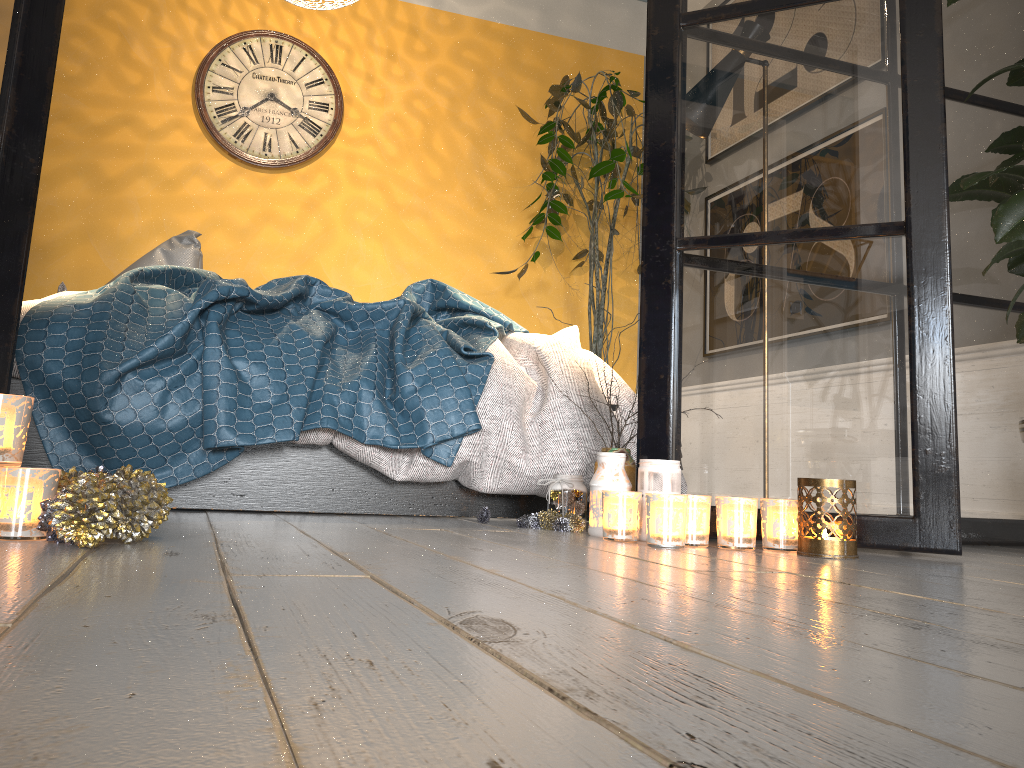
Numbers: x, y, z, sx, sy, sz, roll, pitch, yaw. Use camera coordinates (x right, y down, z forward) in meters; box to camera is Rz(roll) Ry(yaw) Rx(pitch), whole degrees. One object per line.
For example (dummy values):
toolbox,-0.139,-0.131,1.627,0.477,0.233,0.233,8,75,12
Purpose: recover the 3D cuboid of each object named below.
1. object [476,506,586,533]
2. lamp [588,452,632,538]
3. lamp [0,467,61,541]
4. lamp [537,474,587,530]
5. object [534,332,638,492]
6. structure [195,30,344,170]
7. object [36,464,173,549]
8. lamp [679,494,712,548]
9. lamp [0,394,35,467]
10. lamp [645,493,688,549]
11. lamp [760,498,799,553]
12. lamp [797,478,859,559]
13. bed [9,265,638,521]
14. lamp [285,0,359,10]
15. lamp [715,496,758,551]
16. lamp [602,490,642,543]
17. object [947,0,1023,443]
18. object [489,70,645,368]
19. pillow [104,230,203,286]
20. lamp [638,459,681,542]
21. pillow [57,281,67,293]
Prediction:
object,0.039,0.317,2.078,0.325,0.054,0.087,-1,-8,34
lamp,0.212,0.239,1.906,0.092,0.182,0.091,3,-9,1
lamp,-0.680,0.167,1.234,0.080,0.100,0.080,0,-9,21
lamp,0.128,0.283,2.119,0.095,0.132,0.107,-4,-11,40
object,0.300,0.101,2.201,0.437,0.527,0.275,0,-9,21
structure,-1.213,-1.438,4.454,0.725,0.732,0.070,5,-10,-19
object,-0.680,0.187,1.445,0.191,0.119,0.713,7,-7,-31
lamp,0.349,0.267,1.730,0.080,0.100,0.080,0,-9,21
lamp,-0.719,0.065,1.237,0.080,0.100,0.080,0,-9,21
lamp,0.290,0.257,1.663,0.080,0.100,0.080,0,-9,21
lamp,0.523,0.274,1.717,0.080,0.100,0.080,0,-9,21
lamp,0.584,0.248,1.641,0.107,0.142,0.106,-3,-10,34
bed,-0.738,0.017,3.168,1.893,0.778,2.305,5,-7,-19
lamp,-0.759,-2.041,3.536,0.616,1.108,0.610,-1,-9,21
lamp,0.433,0.268,1.708,0.080,0.100,0.080,0,-9,21
lamp,0.219,0.265,1.775,0.080,0.100,0.080,-3,-10,34
object,-0.097,-0.645,1.422,3.887,1.814,1.003,5,-9,-20
object,0.471,-0.521,4.487,1.338,2.228,1.242,8,-10,-33
pillow,-1.402,-0.313,3.433,0.781,0.605,0.494,4,-8,-13
lamp,0.306,0.242,1.833,0.092,0.168,0.088,-4,-11,36
pillow,-1.552,-0.184,3.808,0.512,0.460,0.750,-4,-10,41
